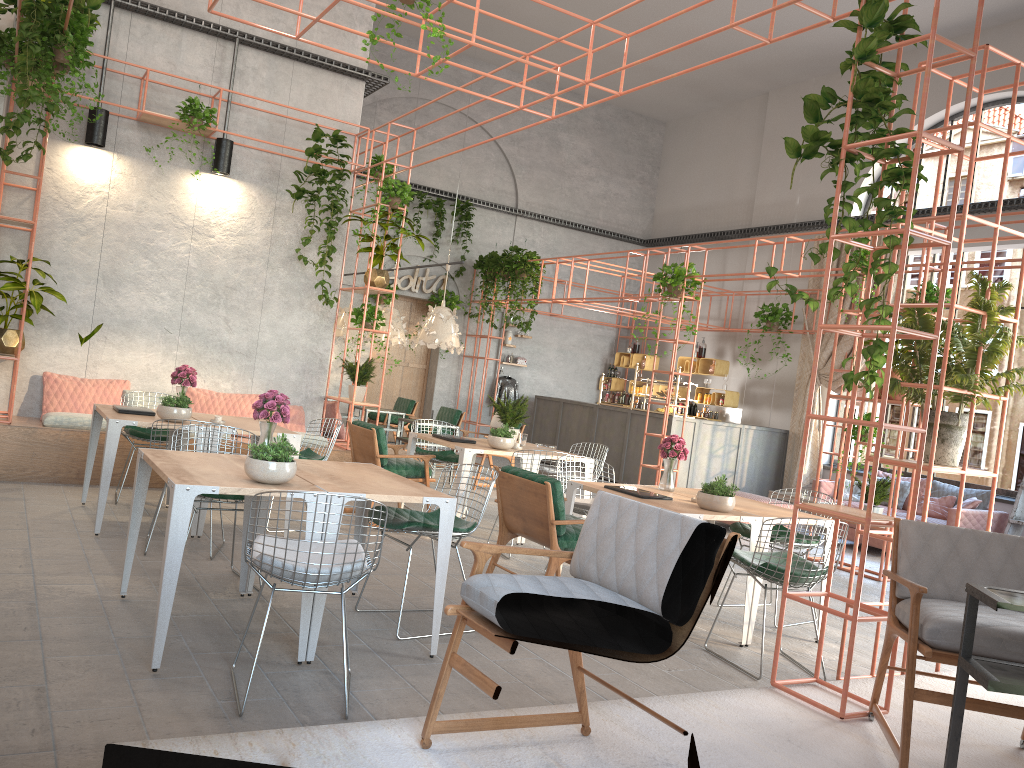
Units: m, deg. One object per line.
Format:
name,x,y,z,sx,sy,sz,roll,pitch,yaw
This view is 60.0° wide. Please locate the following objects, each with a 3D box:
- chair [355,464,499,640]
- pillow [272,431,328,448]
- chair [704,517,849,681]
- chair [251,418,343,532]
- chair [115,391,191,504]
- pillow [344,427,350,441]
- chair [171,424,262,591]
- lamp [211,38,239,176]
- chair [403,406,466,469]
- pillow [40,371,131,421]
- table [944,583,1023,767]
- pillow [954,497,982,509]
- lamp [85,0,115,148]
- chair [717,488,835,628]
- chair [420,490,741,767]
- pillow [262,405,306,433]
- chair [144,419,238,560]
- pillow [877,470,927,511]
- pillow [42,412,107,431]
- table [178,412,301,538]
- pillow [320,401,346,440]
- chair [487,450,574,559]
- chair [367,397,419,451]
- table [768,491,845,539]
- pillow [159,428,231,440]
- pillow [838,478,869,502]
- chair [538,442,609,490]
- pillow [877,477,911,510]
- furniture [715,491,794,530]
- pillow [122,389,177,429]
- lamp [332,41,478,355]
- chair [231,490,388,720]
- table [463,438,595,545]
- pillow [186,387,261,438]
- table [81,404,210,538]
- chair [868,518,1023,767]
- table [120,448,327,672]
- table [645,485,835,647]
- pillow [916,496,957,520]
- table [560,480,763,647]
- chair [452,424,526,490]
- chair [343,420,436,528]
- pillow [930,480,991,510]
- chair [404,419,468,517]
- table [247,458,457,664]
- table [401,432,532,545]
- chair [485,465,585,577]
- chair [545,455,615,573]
chair,-0.501,0.929,5.175,0.717,0.941,0.565,7,0,-34
pillow,-2.347,0.589,9.498,0.637,0.149,0.491,7,0,-29
chair,1.569,1.201,5.255,0.565,0.941,0.717,7,0,-14
chair,-1.863,0.737,7.540,0.717,0.941,0.565,7,0,-34
chair,-3.184,0.562,7.834,0.565,0.941,0.717,7,0,-29
pillow,-1.974,0.629,11.012,0.491,0.149,0.637,7,0,-29
chair,-1.822,0.754,5.469,0.565,0.941,0.717,7,0,-29
lamp,-2.969,-2.922,9.319,0.179,1.425,0.185,7,0,-30
chair,-1.200,0.802,13.486,0.685,0.930,0.722,7,0,-30
pillow,-4.241,0.155,8.861,0.839,0.474,0.276,7,0,-40
table,1.753,1.114,2.712,0.602,0.798,0.635,8,0,10
pillow,5.604,1.571,10.999,0.308,0.349,0.495,8,0,20
lamp,-4.005,-3.054,8.711,0.179,1.425,0.185,7,0,-30
chair,1.958,1.244,6.562,0.717,0.941,0.565,7,0,-34
chair,0.214,0.847,2.896,0.685,0.929,0.722,7,0,-30
pillow,-2.587,0.416,9.811,0.666,0.385,0.289,7,0,-35
chair,-2.253,0.693,6.233,0.565,0.941,0.717,7,0,-14
pillow,5.280,1.472,12.237,0.276,0.474,0.839,7,0,-30
pillow,-4.118,0.362,8.460,0.637,0.149,0.491,7,0,-29
table,-2.291,0.727,7.271,0.694,0.830,1.214,7,0,-30
pillow,-2.259,0.407,10.706,0.276,0.474,0.839,7,0,-40
chair,0.168,1.003,7.652,0.565,0.941,0.717,7,0,-14
chair,-2.063,0.680,14.984,0.685,0.930,0.722,7,0,-30
table,3.849,1.714,11.695,0.520,0.455,0.916,7,0,-30
pillow,-3.219,0.477,8.987,0.637,0.149,0.491,7,0,-29
pillow,4.758,1.486,12.227,0.500,0.324,0.307,8,0,5
chair,0.557,1.047,8.959,0.717,0.941,0.565,7,0,-34
pillow,5.140,1.487,12.174,0.289,0.385,0.666,7,0,-30
furniture,2.855,1.588,11.067,0.941,0.446,0.976,7,0,-30
pillow,-3.686,0.275,9.166,0.666,0.385,0.289,7,0,-35
lamp,-1.603,-2.543,13.029,0.704,4.052,4.456,7,0,-30
chair,-0.891,0.885,3.868,0.565,0.941,0.717,7,0,-14
table,0.130,1.037,8.690,0.694,0.830,1.214,7,0,-30
pillow,-3.122,0.299,9.468,0.839,0.474,0.276,7,0,-10
table,-2.886,0.651,6.917,0.694,0.830,1.205,7,0,-30
chair,1.898,1.072,3.550,0.722,0.914,0.685,8,0,10
table,-1.524,0.843,4.553,0.694,0.830,1.205,7,0,-30
table,1.529,1.247,6.293,0.694,0.830,1.214,7,0,-30
pillow,5.424,1.564,11.417,0.479,0.317,0.441,8,0,41
table,0.934,1.171,5.939,0.694,0.830,1.205,7,0,-30
chair,-0.319,0.926,11.956,0.685,0.929,0.722,7,0,-30
chair,-1.133,0.834,8.059,0.685,0.917,0.722,7,0,-30
pillow,5.721,1.537,11.448,0.273,0.476,0.836,7,0,-30
chair,-0.764,0.872,9.253,0.565,0.941,0.717,7,0,-29
table,-0.930,0.919,4.906,0.694,0.830,1.214,7,0,-30
table,-0.465,0.961,8.336,0.694,0.830,1.205,7,0,-30
chair,0.268,1.032,5.661,0.685,0.917,0.722,7,0,-30
chair,0.638,1.069,6.856,0.565,0.941,0.717,7,0,-29
